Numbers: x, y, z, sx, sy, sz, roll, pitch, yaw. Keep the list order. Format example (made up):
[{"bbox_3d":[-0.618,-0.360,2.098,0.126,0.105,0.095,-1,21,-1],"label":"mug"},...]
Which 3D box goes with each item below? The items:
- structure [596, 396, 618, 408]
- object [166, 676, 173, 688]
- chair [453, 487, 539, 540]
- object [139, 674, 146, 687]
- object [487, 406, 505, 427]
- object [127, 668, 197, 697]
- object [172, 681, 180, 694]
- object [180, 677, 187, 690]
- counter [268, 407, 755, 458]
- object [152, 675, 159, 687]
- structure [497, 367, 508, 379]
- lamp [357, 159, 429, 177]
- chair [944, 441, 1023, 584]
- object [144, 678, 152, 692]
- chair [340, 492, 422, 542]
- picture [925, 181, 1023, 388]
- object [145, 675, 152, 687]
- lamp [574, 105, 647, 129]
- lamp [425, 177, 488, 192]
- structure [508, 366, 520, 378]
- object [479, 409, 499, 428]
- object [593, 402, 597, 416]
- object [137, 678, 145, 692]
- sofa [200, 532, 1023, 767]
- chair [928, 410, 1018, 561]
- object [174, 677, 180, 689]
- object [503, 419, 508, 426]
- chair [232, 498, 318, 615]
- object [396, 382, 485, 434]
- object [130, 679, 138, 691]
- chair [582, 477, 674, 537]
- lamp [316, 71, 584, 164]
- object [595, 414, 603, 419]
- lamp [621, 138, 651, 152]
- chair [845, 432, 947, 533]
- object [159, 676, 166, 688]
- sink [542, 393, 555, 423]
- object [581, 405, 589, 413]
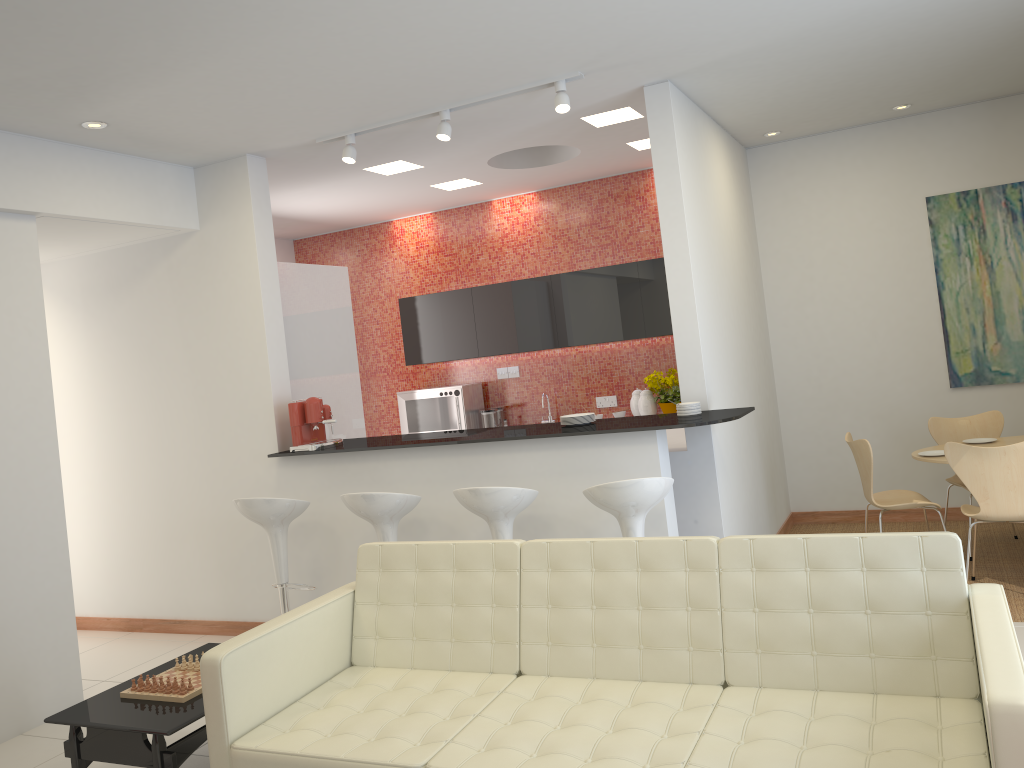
[{"bbox_3d":[0.865,0.163,8.099,0.197,0.099,0.016,-6,-1,25],"label":"structure"},{"bbox_3d":[-1.440,1.252,3.715,0.030,0.050,0.030,-7,-1,33],"label":"object"},{"bbox_3d":[-0.029,1.019,4.715,0.455,1.022,0.466,-7,-1,36],"label":"chair"},{"bbox_3d":[-1.584,1.266,3.783,0.030,0.050,0.030,-7,-1,33],"label":"object"},{"bbox_3d":[-0.145,0.333,8.484,0.171,0.216,0.172,-7,-1,44],"label":"object"},{"bbox_3d":[-1.413,1.269,3.814,0.345,0.001,0.350,-6,2,25],"label":"object"},{"bbox_3d":[-1.386,1.246,3.645,0.030,0.052,0.030,-7,-1,33],"label":"object"},{"bbox_3d":[-1.369,1.245,3.681,0.030,0.050,0.030,-7,-1,33],"label":"object"},{"bbox_3d":[-0.086,0.303,5.402,2.956,0.019,0.737,-6,2,25],"label":"counter"},{"bbox_3d":[-1.512,1.259,3.749,0.030,0.050,0.030,-7,-1,33],"label":"object"},{"bbox_3d":[-0.092,-0.103,8.545,0.113,0.105,0.013,-7,-1,25],"label":"structure"},{"bbox_3d":[-0.905,-1.668,6.771,0.407,0.034,0.409,-6,2,25],"label":"lamp"},{"bbox_3d":[2.815,0.742,5.033,0.519,0.908,0.517,-7,-1,33],"label":"chair"},{"bbox_3d":[-1.530,1.260,3.713,0.030,0.055,0.030,-7,-1,33],"label":"object"},{"bbox_3d":[-0.685,1.085,5.025,0.455,1.022,0.466,-7,-1,36],"label":"chair"},{"bbox_3d":[4.105,-0.794,6.549,1.734,1.509,0.020,-6,-1,25],"label":"picture"},{"bbox_3d":[-1.548,1.263,3.766,0.030,0.050,0.030,-7,-1,33],"label":"object"},{"bbox_3d":[0.683,-1.828,6.020,0.407,0.034,0.409,-6,2,25],"label":"lamp"},{"bbox_3d":[-0.482,-1.743,7.673,0.407,0.034,0.409,-6,2,25],"label":"lamp"},{"bbox_3d":[0.016,-0.114,8.497,0.113,0.105,0.008,-7,-1,25],"label":"structure"},{"bbox_3d":[-0.208,0.347,8.257,0.171,0.216,0.172,-7,-1,44],"label":"object"},{"bbox_3d":[0.743,0.257,7.833,0.009,0.195,0.139,-6,-1,-5],"label":"object"},{"bbox_3d":[-1.565,1.265,3.730,0.030,0.052,0.030,-7,-1,33],"label":"object"},{"bbox_3d":[0.278,1.075,2.994,2.558,0.924,1.003,-6,0,25],"label":"sofa"},{"bbox_3d":[3.206,0.668,6.015,0.521,0.908,0.515,-7,-1,5],"label":"chair"},{"bbox_3d":[-1.404,1.248,3.698,0.030,0.050,0.030,-7,-1,33],"label":"object"},{"bbox_3d":[-0.060,0.378,8.360,0.037,0.092,0.037,-7,-1,25],"label":"object"},{"bbox_3d":[-1.398,1.158,5.362,0.455,1.022,0.466,-7,-1,36],"label":"chair"},{"bbox_3d":[-0.681,0.268,8.530,0.720,0.471,0.436,-6,0,25],"label":"object"},{"bbox_3d":[-1.601,1.272,3.747,0.030,0.044,0.030,-7,-1,33],"label":"object"},{"bbox_3d":[0.631,0.952,4.406,0.456,1.022,0.465,-7,-1,11],"label":"chair"},{"bbox_3d":[-0.424,-1.565,5.343,1.817,0.200,0.112,-6,0,25],"label":"lamp"},{"bbox_3d":[0.744,0.315,7.773,0.121,0.084,0.120,-7,1,-45],"label":"object"},{"bbox_3d":[1.106,-1.904,6.922,0.407,0.034,0.409,-6,2,25],"label":"lamp"},{"bbox_3d":[2.468,0.763,5.679,0.515,0.908,0.521,-7,-1,9],"label":"chair"},{"bbox_3d":[-1.476,1.255,3.732,0.030,0.050,0.030,-7,-1,33],"label":"object"},{"bbox_3d":[0.309,0.353,8.106,0.806,0.538,0.417,-6,0,25],"label":"sink"},{"bbox_3d":[0.684,0.266,7.810,0.163,0.178,0.011,-7,-1,39],"label":"object"}]
